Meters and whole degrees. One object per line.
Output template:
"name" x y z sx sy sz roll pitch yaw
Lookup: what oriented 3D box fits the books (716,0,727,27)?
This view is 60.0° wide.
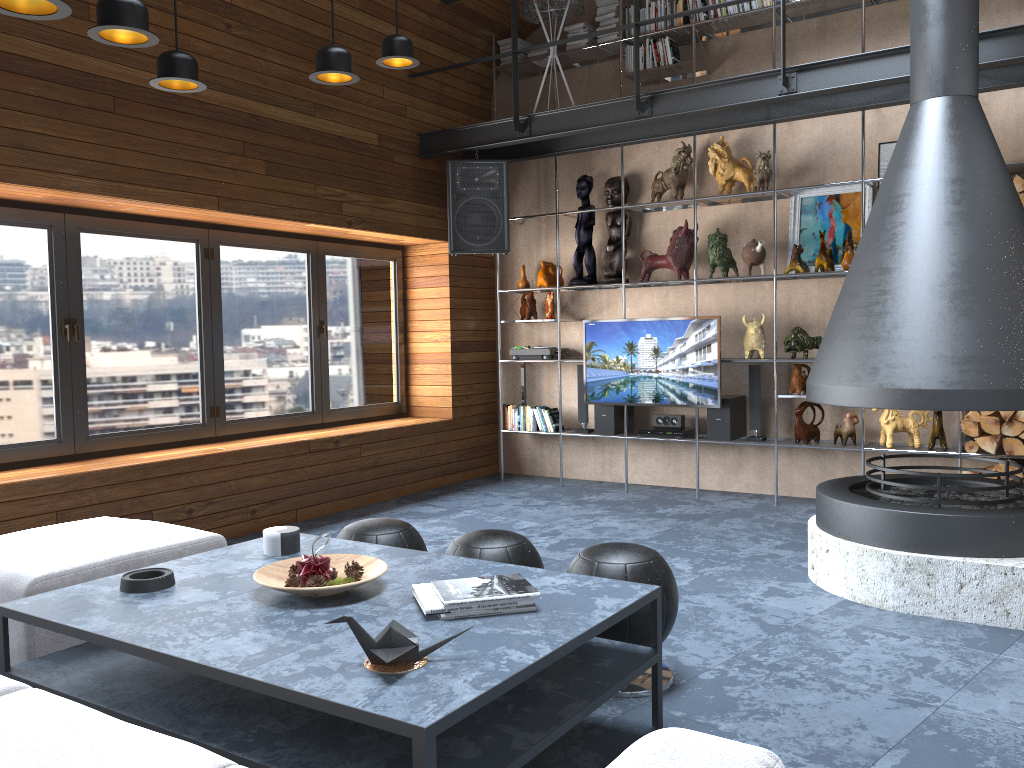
"books" 1.471 -2.645 6.231 0.053 0.233 0.148 1 3 33

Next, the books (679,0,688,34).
"books" 1.232 -2.634 6.373 0.021 0.203 0.129 1 3 33

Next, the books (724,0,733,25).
"books" 1.523 -2.619 6.215 0.042 0.180 0.131 1 3 33

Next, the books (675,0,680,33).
"books" 1.202 -2.648 6.379 0.010 0.231 0.129 1 3 33

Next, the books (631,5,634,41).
"books" 0.935 -2.666 6.603 0.012 0.255 0.191 1 3 33

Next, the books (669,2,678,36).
"books" 1.170 -2.636 6.412 0.018 0.206 0.148 1 3 33

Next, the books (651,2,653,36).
"books" 1.053 -2.652 6.486 0.013 0.234 0.148 1 3 33

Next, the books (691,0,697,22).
"books" 1.315 -2.646 6.307 0.055 0.235 0.143 1 3 33

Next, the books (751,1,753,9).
"books" 1.656 -2.613 6.074 0.039 0.176 0.112 1 3 33

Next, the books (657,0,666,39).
"books" 1.101 -2.655 6.472 0.023 0.240 0.146 1 3 33

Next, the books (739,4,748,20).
"books" 1.592 -2.628 6.127 0.055 0.206 0.125 1 3 33

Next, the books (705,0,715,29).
"books" 1.414 -2.648 6.289 0.062 0.236 0.143 1 3 33

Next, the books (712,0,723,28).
"books" 1.458 -2.629 6.259 0.057 0.201 0.139 1 3 33

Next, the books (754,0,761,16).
"books" 1.672 -2.623 6.055 0.043 0.197 0.111 1 3 33

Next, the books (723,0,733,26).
"books" 1.517 -2.646 6.238 0.053 0.233 0.148 1 3 33

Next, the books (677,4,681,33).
"books" 1.217 -2.623 6.380 0.014 0.181 0.131 1 3 33

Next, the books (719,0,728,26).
"books" 1.493 -2.619 6.237 0.042 0.180 0.131 1 3 33

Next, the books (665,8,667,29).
"books" 1.144 -2.622 6.434 0.009 0.176 0.128 1 3 33

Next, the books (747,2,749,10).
"books" 1.630 -2.624 6.090 0.043 0.197 0.111 1 3 33

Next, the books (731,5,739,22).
"books" 1.551 -2.637 6.175 0.047 0.218 0.171 1 3 33

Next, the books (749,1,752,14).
"books" 1.643 -2.611 6.072 0.041 0.174 0.111 1 3 33

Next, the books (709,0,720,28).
"books" 1.430 -2.645 6.257 0.053 0.233 0.148 1 3 33

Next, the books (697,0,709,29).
"books" 1.354 -2.639 6.283 0.055 0.221 0.141 1 3 33

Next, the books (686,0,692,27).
"books" 1.290 -2.638 6.326 0.058 0.219 0.133 1 3 33

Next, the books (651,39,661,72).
"books" 1.065 -2.399 6.489 0.054 0.220 0.118 1 3 33

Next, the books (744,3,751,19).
"books" 1.616 -2.616 6.101 0.044 0.182 0.117 1 3 33

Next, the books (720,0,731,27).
"books" 1.505 -2.632 6.237 0.049 0.205 0.149 1 3 33

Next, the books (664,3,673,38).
"books" 1.143 -2.641 6.453 0.014 0.213 0.136 1 3 33

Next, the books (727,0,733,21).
"books" 1.524 -2.627 6.171 0.046 0.200 0.127 1 3 33

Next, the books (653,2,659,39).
"books" 1.067 -2.652 6.483 0.013 0.234 0.148 1 3 33

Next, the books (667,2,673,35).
"books" 1.154 -2.635 6.413 0.010 0.208 0.130 1 3 33

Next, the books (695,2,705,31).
"books" 1.335 -2.646 6.311 0.053 0.233 0.148 1 3 33

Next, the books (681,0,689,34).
"books" 1.246 -2.655 6.354 0.018 0.247 0.131 1 3 33

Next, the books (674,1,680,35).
"books" 1.199 -2.640 6.403 0.016 0.216 0.115 1 3 33

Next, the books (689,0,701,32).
"books" 1.306 -2.636 6.317 0.051 0.212 0.136 1 3 33

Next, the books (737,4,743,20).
"books" 1.576 -2.611 6.128 0.044 0.171 0.119 1 3 33

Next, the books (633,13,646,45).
"books" 0.947 -2.664 6.601 0.012 0.251 0.192 1 3 33

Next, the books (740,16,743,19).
"books" 1.575 -2.612 6.127 0.042 0.166 0.115 1 3 33

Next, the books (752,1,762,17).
"books" 1.662 -2.639 6.069 0.057 0.230 0.122 1 3 33

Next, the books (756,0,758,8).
"books" 1.683 -2.612 6.052 0.039 0.176 0.112 1 3 33

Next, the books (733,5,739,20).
"books" 1.552 -2.626 6.140 0.046 0.200 0.127 1 3 33

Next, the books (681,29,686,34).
"books" 1.233 -2.634 6.373 0.019 0.199 0.127 1 3 33

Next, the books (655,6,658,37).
"books" 1.078 -2.634 6.474 0.019 0.199 0.143 1 3 33

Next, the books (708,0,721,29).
"books" 1.431 -2.632 6.278 0.049 0.205 0.149 1 3 33

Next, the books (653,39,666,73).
"books" 1.085 -2.395 6.485 0.055 0.215 0.155 1 3 33

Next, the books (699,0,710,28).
"books" 1.365 -2.645 6.275 0.053 0.233 0.148 1 3 33

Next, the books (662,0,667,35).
"books" 1.126 -2.651 6.452 0.013 0.234 0.148 1 3 33

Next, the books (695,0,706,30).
"books" 1.345 -2.630 6.297 0.051 0.203 0.130 1 3 33

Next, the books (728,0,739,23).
"books" 1.542 -2.636 6.179 0.048 0.217 0.164 1 3 33

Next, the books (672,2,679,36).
"books" 1.192 -2.637 6.420 0.010 0.206 0.130 1 3 33

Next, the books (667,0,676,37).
"books" 1.155 -2.649 6.431 0.010 0.231 0.129 1 3 33

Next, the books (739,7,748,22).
"books" 1.593 -2.640 6.154 0.046 0.217 0.177 1 3 33

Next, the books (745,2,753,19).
"books" 1.622 -2.613 6.090 0.039 0.176 0.112 1 3 33

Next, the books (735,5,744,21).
"books" 1.565 -2.626 6.140 0.046 0.200 0.127 1 3 33

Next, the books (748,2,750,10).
"books" 1.636 -2.612 6.080 0.039 0.176 0.112 1 3 33

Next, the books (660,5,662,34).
"books" 1.117 -2.638 6.464 0.014 0.206 0.148 1 3 33

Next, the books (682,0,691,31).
"books" 1.249 -2.638 6.328 0.014 0.215 0.137 1 3 33

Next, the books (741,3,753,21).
"books" 1.612 -2.637 6.126 0.055 0.222 0.161 1 3 33

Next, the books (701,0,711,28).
"books" 1.379 -2.631 6.264 0.053 0.206 0.148 1 3 33
